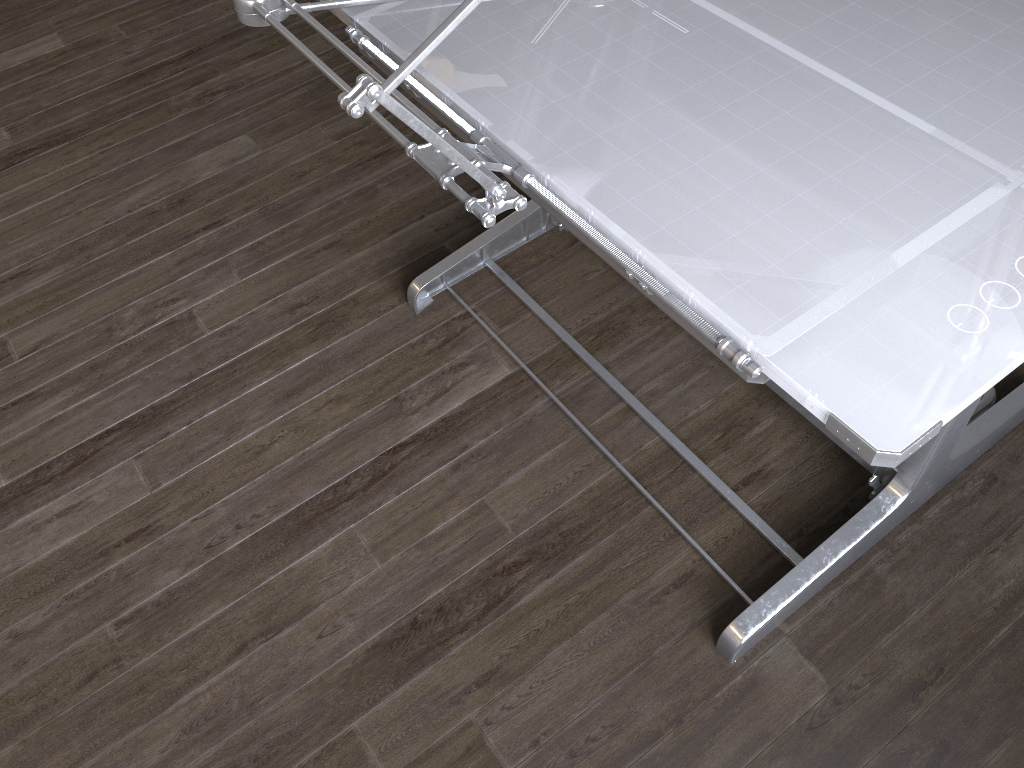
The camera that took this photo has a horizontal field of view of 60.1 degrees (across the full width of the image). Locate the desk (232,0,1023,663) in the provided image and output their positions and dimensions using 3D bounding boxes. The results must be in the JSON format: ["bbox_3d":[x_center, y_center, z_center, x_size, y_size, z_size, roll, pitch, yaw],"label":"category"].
[{"bbox_3d":[0.280,-0.371,1.458,1.181,1.159,1.291,-32,56,-18],"label":"desk"}]
